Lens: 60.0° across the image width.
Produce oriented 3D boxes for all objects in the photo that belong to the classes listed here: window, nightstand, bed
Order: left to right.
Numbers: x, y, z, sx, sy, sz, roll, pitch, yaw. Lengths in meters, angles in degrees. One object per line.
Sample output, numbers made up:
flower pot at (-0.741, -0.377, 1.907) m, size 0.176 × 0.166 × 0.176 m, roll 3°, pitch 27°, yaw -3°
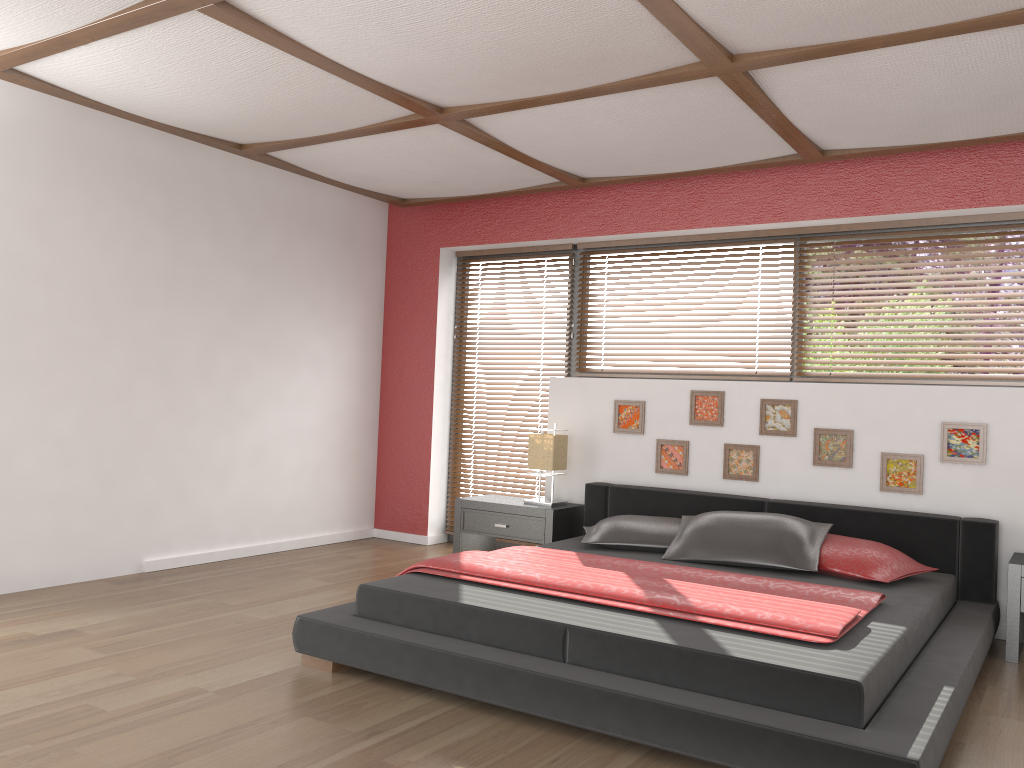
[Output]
window at (0.004, 0.052, 6.202) m, size 0.889 × 1.893 × 0.020 m, roll 2°, pitch -1°, yaw 33°
nightstand at (0.039, 0.931, 5.424) m, size 0.700 × 0.423 × 0.413 m, roll 2°, pitch -1°, yaw 33°
bed at (0.629, 0.847, 3.855) m, size 2.469 × 0.577 × 2.413 m, roll 2°, pitch -1°, yaw 33°
window at (1.666, -0.443, 5.153) m, size 2.817 × 0.786 × 0.020 m, roll 2°, pitch -1°, yaw 33°
nightstand at (2.538, 1.003, 3.807) m, size 0.700 × 0.423 × 0.413 m, roll 2°, pitch -1°, yaw 33°

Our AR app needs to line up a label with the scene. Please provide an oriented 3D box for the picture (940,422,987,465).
picture at (2.211, 0.290, 4.344) m, size 0.200 × 0.200 × 0.010 m, roll 2°, pitch -1°, yaw 33°

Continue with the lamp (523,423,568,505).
lamp at (0.214, 0.476, 5.380) m, size 0.200 × 0.480 × 0.200 m, roll 2°, pitch -1°, yaw 33°

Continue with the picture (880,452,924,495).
picture at (1.972, 0.452, 4.491) m, size 0.200 × 0.200 × 0.010 m, roll 2°, pitch -1°, yaw 33°

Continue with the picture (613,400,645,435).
picture at (0.702, 0.199, 5.323) m, size 0.200 × 0.200 × 0.010 m, roll 2°, pitch -1°, yaw 33°

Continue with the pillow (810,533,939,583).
pillow at (1.521, 0.801, 4.138) m, size 0.418 × 0.172 × 0.745 m, roll 3°, pitch -1°, yaw -38°

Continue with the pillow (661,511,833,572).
pillow at (1.113, 0.735, 4.238) m, size 0.744 × 0.241 × 0.386 m, roll 2°, pitch -1°, yaw 28°

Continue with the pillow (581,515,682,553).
pillow at (0.727, 0.777, 4.588) m, size 0.745 × 0.172 × 0.418 m, roll 2°, pitch -1°, yaw 8°

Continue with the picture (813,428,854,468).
picture at (1.693, 0.337, 4.677) m, size 0.200 × 0.200 × 0.010 m, roll 2°, pitch -1°, yaw 33°

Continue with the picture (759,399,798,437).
picture at (1.453, 0.184, 4.839) m, size 0.200 × 0.200 × 0.010 m, roll 2°, pitch -1°, yaw 33°

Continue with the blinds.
blinds at (1.602, 0.132, 5.086) m, size 4.840 × 1.952 × 0.032 m, roll 2°, pitch -1°, yaw 33°

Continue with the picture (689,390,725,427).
picture at (1.111, 0.138, 5.062) m, size 0.200 × 0.200 × 0.010 m, roll 2°, pitch -1°, yaw 33°

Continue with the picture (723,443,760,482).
picture at (1.277, 0.437, 4.941) m, size 0.200 × 0.200 × 0.010 m, roll 2°, pitch -1°, yaw 33°

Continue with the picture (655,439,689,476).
picture at (0.932, 0.426, 5.164) m, size 0.200 × 0.200 × 0.010 m, roll 2°, pitch -1°, yaw 33°
